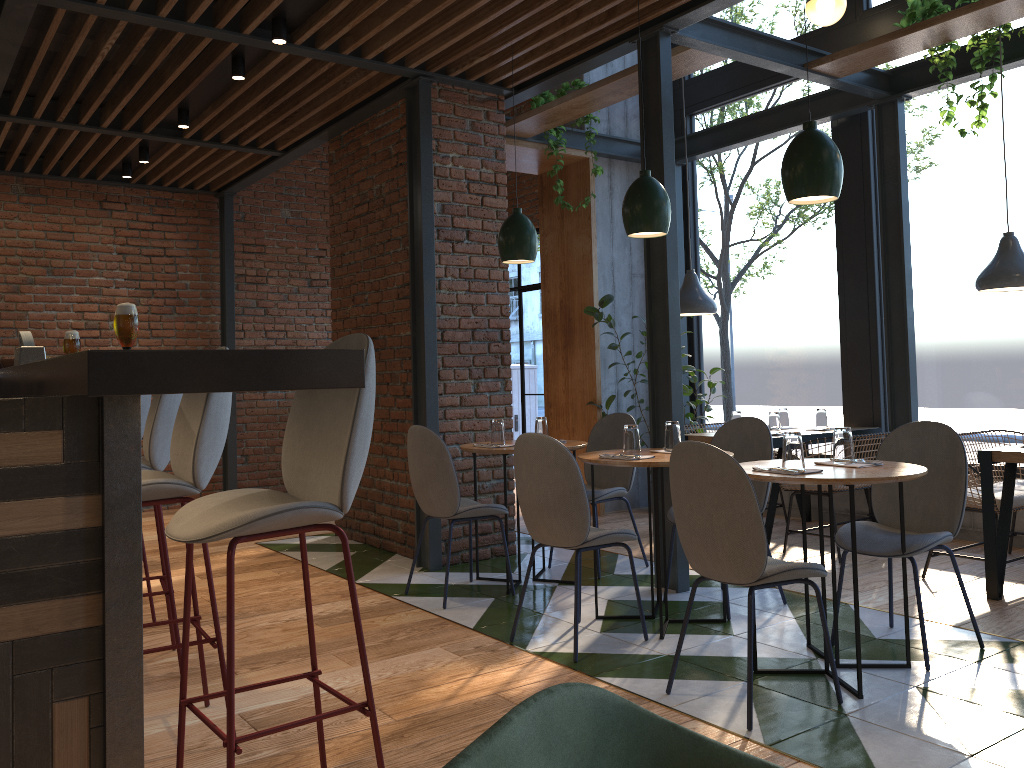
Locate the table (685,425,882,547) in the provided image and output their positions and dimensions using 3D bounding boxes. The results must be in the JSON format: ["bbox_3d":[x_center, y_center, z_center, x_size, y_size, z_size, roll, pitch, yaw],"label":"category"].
[{"bbox_3d":[1.825,0.670,5.931,1.272,0.707,0.657,-1,-1,-35],"label":"table"}]

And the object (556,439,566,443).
[{"bbox_3d":[0.191,0.317,4.917,0.157,0.019,0.242,-2,0,-32],"label":"object"}]

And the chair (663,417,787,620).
[{"bbox_3d":[1.006,0.613,4.265,0.507,0.889,0.417,0,-2,-34],"label":"chair"}]

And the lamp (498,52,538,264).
[{"bbox_3d":[0.009,-1.685,4.939,0.224,2.026,0.223,0,-3,-32],"label":"lamp"}]

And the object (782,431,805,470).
[{"bbox_3d":[1.017,0.240,3.209,0.080,0.138,0.080,-2,-2,23],"label":"object"}]

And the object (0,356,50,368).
[{"bbox_3d":[-1.884,-0.077,3.456,0.168,0.073,0.168,-2,0,-15],"label":"object"}]

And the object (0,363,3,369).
[{"bbox_3d":[-2.020,-0.067,3.563,0.078,0.060,0.107,-1,0,-27],"label":"object"}]

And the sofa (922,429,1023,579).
[{"bbox_3d":[2.627,0.644,4.803,1.092,0.734,0.470,-1,-1,-35],"label":"sofa"}]

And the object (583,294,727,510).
[{"bbox_3d":[1.133,0.142,7.085,1.017,1.776,1.062,-2,-2,24],"label":"object"}]

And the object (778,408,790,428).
[{"bbox_3d":[1.900,0.237,6.197,0.080,0.138,0.080,-2,-2,28],"label":"object"}]

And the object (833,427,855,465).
[{"bbox_3d":[1.259,0.233,3.366,0.080,0.138,0.080,-3,-2,33],"label":"object"}]

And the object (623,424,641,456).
[{"bbox_3d":[0.526,0.249,3.901,0.080,0.138,0.080,-2,-2,4],"label":"object"}]

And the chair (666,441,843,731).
[{"bbox_3d":[0.809,0.626,3.040,0.508,0.889,0.417,-1,-2,-29],"label":"chair"}]

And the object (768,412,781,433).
[{"bbox_3d":[1.678,0.247,5.671,0.080,0.138,0.080,-2,-2,14],"label":"object"}]

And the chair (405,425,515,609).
[{"bbox_3d":[-0.280,0.645,4.599,0.507,0.889,0.417,0,-2,-34],"label":"chair"}]

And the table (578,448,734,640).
[{"bbox_3d":[0.659,0.694,4.015,0.699,0.748,0.698,-2,-1,7],"label":"table"}]

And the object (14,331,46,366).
[{"bbox_3d":[-1.590,-0.099,3.103,0.322,0.106,1.508,-2,0,-32],"label":"object"}]

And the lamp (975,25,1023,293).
[{"bbox_3d":[2.673,-2.763,4.940,0.353,4.499,0.352,-1,-2,-19],"label":"lamp"}]

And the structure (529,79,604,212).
[{"bbox_3d":[0.402,-1.784,6.619,0.513,0.970,0.663,0,-2,-43],"label":"structure"}]

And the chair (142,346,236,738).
[{"bbox_3d":[-1.151,0.502,2.825,0.507,1.245,0.417,0,-2,-30],"label":"chair"}]

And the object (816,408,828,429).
[{"bbox_3d":[2.089,0.234,5.979,0.080,0.138,0.080,-3,-2,37],"label":"object"}]

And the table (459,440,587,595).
[{"bbox_3d":[0.072,0.704,4.840,0.699,0.748,0.699,-2,-1,11],"label":"table"}]

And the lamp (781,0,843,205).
[{"bbox_3d":[1.111,-1.704,3.389,0.224,2.026,0.223,0,-3,-32],"label":"lamp"}]

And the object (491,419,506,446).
[{"bbox_3d":[-0.074,0.259,4.754,0.080,0.138,0.080,-2,-2,1],"label":"object"}]

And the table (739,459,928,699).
[{"bbox_3d":[1.175,0.685,3.289,0.699,0.748,0.698,-1,-1,-25],"label":"table"}]

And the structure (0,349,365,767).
[{"bbox_3d":[-2.899,0.471,2.956,2.917,1.399,4.913,-1,0,-35],"label":"structure"}]

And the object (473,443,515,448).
[{"bbox_3d":[-0.104,0.326,4.757,0.157,0.019,0.242,-2,0,-32],"label":"object"}]

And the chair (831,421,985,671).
[{"bbox_3d":[1.554,0.603,3.530,0.507,0.889,0.417,0,-2,-34],"label":"chair"}]

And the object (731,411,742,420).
[{"bbox_3d":[1.501,0.250,5.914,0.080,0.138,0.080,-1,-2,-19],"label":"object"}]

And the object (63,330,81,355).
[{"bbox_3d":[-1.870,-0.137,3.766,0.070,0.183,0.070,-1,-2,-15],"label":"object"}]

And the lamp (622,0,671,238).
[{"bbox_3d":[0.595,-1.695,4.114,0.224,2.026,0.223,0,-3,-32],"label":"lamp"}]

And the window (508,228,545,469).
[{"bbox_3d":[0.525,-0.315,9.135,0.097,2.705,2.132,0,-2,-35],"label":"window"}]

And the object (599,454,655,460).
[{"bbox_3d":[0.497,0.316,3.900,0.157,0.019,0.242,-2,0,-39],"label":"object"}]

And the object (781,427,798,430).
[{"bbox_3d":[1.894,0.304,6.218,0.243,0.019,0.157,-2,0,-35],"label":"object"}]

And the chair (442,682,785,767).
[{"bbox_3d":[0.211,0.694,0.611,0.514,0.820,0.638,-2,-2,25],"label":"chair"}]

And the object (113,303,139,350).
[{"bbox_3d":[-1.117,-0.147,2.566,0.070,0.178,0.070,0,-2,-32],"label":"object"}]

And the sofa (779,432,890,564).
[{"bbox_3d":[2.148,0.652,5.478,1.092,0.734,0.470,-1,-1,-35],"label":"sofa"}]

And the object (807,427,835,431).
[{"bbox_3d":[2.087,0.300,5.945,0.243,0.019,0.157,-2,0,-36],"label":"object"}]

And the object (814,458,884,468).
[{"bbox_3d":[1.287,0.298,3.364,0.157,0.019,0.242,-2,0,-30],"label":"object"}]

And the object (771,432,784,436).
[{"bbox_3d":[1.678,0.313,5.636,0.243,0.019,0.157,-2,0,-39],"label":"object"}]

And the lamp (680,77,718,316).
[{"bbox_3d":[1.207,-2.734,6.319,0.353,4.499,0.352,0,-3,-31],"label":"lamp"}]

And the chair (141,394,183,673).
[{"bbox_3d":[-1.547,0.508,3.503,0.508,1.245,0.417,-1,-2,-24],"label":"chair"}]

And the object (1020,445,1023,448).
[{"bbox_3d":[2.609,0.298,4.331,0.243,0.019,0.157,-2,0,-37],"label":"object"}]

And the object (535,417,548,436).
[{"bbox_3d":[0.163,0.251,4.917,0.080,0.138,0.080,-3,-2,41],"label":"object"}]

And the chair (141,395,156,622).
[{"bbox_3d":[-1.956,0.504,4.148,0.507,1.245,0.417,0,-3,-39],"label":"chair"}]

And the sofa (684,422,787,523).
[{"bbox_3d":[1.494,0.663,6.397,1.092,0.734,0.470,-1,-1,-35],"label":"sofa"}]

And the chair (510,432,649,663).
[{"bbox_3d":[0.270,0.636,3.748,0.507,0.889,0.417,0,-2,-39],"label":"chair"}]

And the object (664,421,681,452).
[{"bbox_3d":[0.742,0.242,4.091,0.080,0.138,0.080,-1,-2,-26],"label":"object"}]

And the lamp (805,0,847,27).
[{"bbox_3d":[2.106,-4.358,6.149,0.268,3.801,0.268,-3,-3,23],"label":"lamp"}]

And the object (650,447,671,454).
[{"bbox_3d":[0.770,0.307,4.094,0.157,0.019,0.242,-2,0,-39],"label":"object"}]

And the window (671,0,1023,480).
[{"bbox_3d":[3.940,-2.225,4.308,0.127,5.609,8.708,0,-1,-35],"label":"window"}]

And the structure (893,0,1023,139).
[{"bbox_3d":[2.625,-1.862,4.910,0.528,0.926,0.939,-1,-1,-30],"label":"structure"}]

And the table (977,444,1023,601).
[{"bbox_3d":[2.954,0.651,4.344,1.272,0.707,0.657,-1,-1,-35],"label":"table"}]

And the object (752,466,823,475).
[{"bbox_3d":[0.988,0.307,3.212,0.157,0.019,0.242,-2,0,-30],"label":"object"}]

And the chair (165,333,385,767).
[{"bbox_3d":[-0.587,0.491,2.212,0.507,1.245,0.417,0,-3,-35],"label":"chair"}]

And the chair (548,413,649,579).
[{"bbox_3d":[0.486,0.621,5.136,0.507,0.889,0.417,0,-2,-39],"label":"chair"}]
